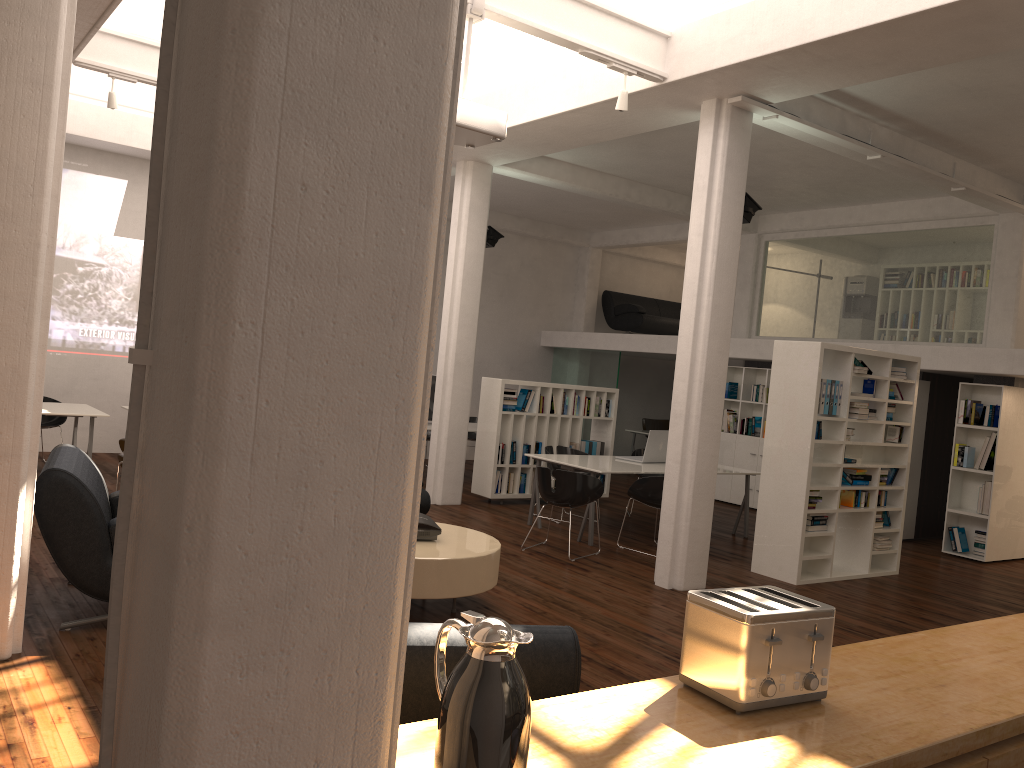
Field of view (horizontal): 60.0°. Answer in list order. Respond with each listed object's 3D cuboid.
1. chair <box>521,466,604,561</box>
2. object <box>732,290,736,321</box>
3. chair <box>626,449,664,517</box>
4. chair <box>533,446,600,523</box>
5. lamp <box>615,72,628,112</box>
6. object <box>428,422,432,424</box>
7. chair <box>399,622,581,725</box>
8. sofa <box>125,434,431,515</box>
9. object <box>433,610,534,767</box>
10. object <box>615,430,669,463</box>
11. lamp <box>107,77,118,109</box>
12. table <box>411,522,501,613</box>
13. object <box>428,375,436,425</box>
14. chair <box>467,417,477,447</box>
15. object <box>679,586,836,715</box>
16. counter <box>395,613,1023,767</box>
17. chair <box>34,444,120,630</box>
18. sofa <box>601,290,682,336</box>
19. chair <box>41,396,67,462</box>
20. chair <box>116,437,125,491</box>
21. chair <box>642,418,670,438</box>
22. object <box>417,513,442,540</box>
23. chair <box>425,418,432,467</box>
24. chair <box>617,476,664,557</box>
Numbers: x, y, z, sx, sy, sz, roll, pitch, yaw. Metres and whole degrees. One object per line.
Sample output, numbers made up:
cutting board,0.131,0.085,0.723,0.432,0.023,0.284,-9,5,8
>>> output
chair,0.598,1.465,10.362,0.795,1.004,0.757,6,1,29
object,4.403,-1.377,17.795,0.770,1.127,0.793,5,1,-38
chair,2.192,1.549,13.827,0.795,1.004,0.757,5,1,-1
chair,0.795,1.436,12.771,0.795,1.004,0.757,5,1,-36
lamp,1.057,-2.754,8.388,0.117,0.357,0.136,5,1,-29
object,-1.534,0.691,15.920,0.804,0.032,0.217,6,1,9
chair,-0.644,1.412,3.852,1.454,1.130,1.481,5,1,-14
sofa,-2.576,1.110,9.936,3.087,1.119,1.467,5,1,-36
object,-0.060,0.700,1.920,0.201,0.400,0.232,5,1,-14
object,1.925,0.864,12.630,0.557,0.470,0.702,7,2,44
lamp,-4.569,-3.331,10.180,0.117,0.357,0.136,5,1,-29
table,-0.927,1.592,7.627,1.616,0.570,1.616,4,2,-43
object,-1.606,0.263,15.518,0.886,0.888,0.347,6,1,9
chair,-0.779,1.183,17.832,0.795,1.004,0.757,6,1,9
object,0.765,0.815,2.748,0.385,0.296,0.291,5,1,-31
counter,1.991,1.639,3.549,6.858,1.141,0.689,5,1,-36
chair,-2.859,1.139,6.884,1.481,1.130,1.454,5,1,-24
sofa,3.718,-1.495,21.133,3.087,1.119,1.467,5,1,-36
chair,-6.980,0.686,12.903,0.757,1.004,0.795,7,2,44
chair,-4.417,0.865,11.398,0.991,1.183,0.994,6,1,29
chair,3.623,1.447,20.901,0.994,1.183,0.991,5,1,-36
object,-0.895,1.223,7.679,0.471,0.163,0.558,5,1,-16
chair,-1.681,1.116,16.869,0.795,1.004,0.757,5,1,-36
chair,1.866,1.575,10.977,0.795,1.004,0.757,5,2,-41
